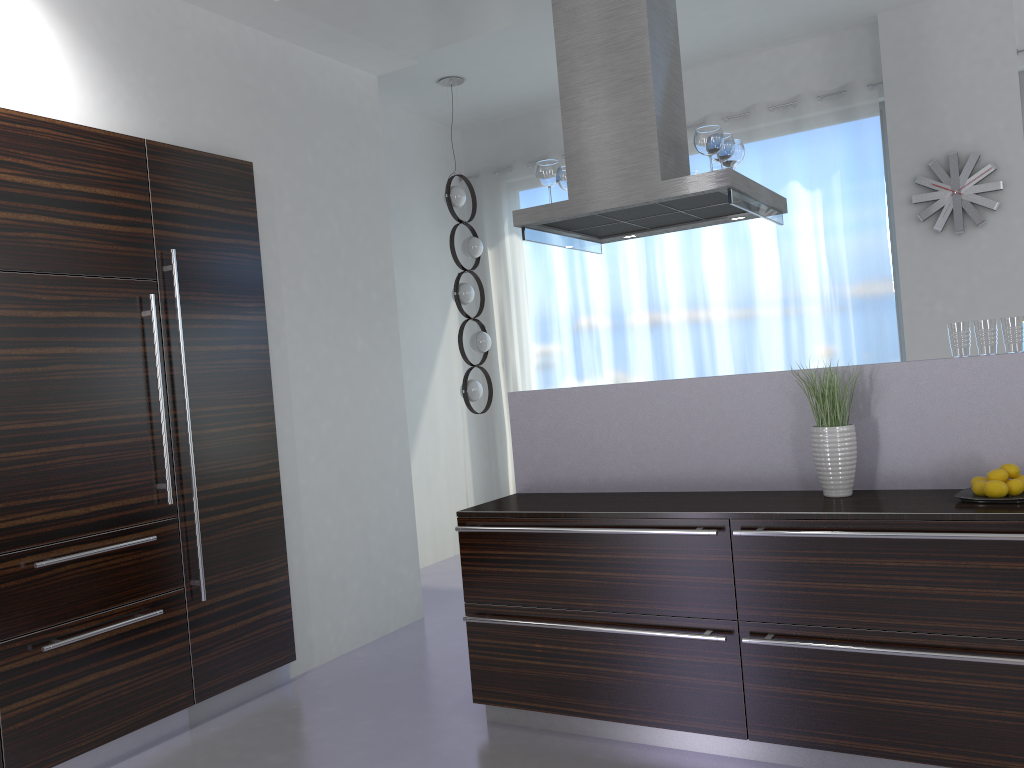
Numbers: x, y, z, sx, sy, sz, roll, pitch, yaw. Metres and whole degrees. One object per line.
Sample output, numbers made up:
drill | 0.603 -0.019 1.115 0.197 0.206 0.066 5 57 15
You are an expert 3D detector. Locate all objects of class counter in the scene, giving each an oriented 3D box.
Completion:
counter | 1.536 0.560 3.229 3.291 1.300 1.302 -5 0 31

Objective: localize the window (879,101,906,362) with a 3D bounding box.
window | 1.371 -0.550 6.746 3.000 2.500 0.100 -5 0 31

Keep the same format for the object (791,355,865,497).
object | 1.101 0.141 3.083 0.269 0.502 0.247 -5 0 31

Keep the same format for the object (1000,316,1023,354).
object | 1.674 -0.163 2.959 0.071 0.119 0.072 -5 0 -19

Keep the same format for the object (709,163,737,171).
object | 1.004 -0.942 4.175 0.137 0.174 0.137 -5 0 -4

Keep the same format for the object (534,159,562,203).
object | 0.170 -0.893 4.011 0.125 0.221 0.125 -5 0 -34

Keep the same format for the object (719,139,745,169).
object | 0.975 -0.962 3.934 0.125 0.221 0.125 -5 0 -34

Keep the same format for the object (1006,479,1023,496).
object | 1.552 0.320 2.741 0.061 0.054 0.052 -5 0 8

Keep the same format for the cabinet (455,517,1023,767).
cabinet | 1.548 0.784 3.222 3.285 0.852 1.377 -5 0 31

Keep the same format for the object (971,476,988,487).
object | 1.502 0.323 2.840 0.052 0.054 0.061 -5 0 -12

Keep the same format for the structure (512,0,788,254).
structure | 0.612 -1.308 4.070 0.981 1.231 0.915 -5 0 31

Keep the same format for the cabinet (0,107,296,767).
cabinet | -2.293 0.290 2.854 0.669 2.500 3.600 -5 0 31

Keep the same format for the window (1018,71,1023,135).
window | 4.584 -0.816 4.830 3.000 2.500 0.100 -5 0 31

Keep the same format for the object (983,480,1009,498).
object | 1.489 0.324 2.730 0.070 0.058 0.060 -5 0 30

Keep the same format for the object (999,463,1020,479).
object | 1.562 0.273 2.785 0.053 0.048 0.063 -5 0 -3

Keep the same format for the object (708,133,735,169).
object | 0.900 -0.955 3.807 0.125 0.221 0.125 -5 0 -34

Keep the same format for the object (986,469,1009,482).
object | 1.514 0.288 2.766 0.061 0.047 0.053 -5 0 34

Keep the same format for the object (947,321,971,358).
object | 1.536 -0.151 3.041 0.072 0.119 0.071 -5 0 -9

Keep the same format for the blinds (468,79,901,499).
blinds | 1.134 -0.342 6.638 3.245 3.112 0.120 -5 0 31

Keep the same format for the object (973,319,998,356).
object | 1.605 -0.157 3.000 0.071 0.119 0.072 -5 0 -19

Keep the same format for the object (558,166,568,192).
object | 0.278 -0.903 4.151 0.125 0.221 0.125 -5 0 -34

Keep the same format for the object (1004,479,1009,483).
object | 1.545 0.320 2.799 0.057 0.060 0.071 -5 0 32

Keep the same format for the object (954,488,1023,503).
object | 1.520 0.349 2.773 0.232 0.020 0.232 -5 0 39

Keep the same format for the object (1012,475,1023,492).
object | 1.594 0.312 2.781 0.063 0.053 0.051 -5 0 -19

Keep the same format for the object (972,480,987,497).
object | 1.481 0.329 2.788 0.063 0.051 0.053 -5 0 35

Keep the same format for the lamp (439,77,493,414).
lamp | -0.329 -0.968 6.292 0.180 2.370 0.367 -5 0 24

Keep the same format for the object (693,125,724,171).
object | 0.820 -0.947 3.671 0.125 0.221 0.125 -5 0 -34

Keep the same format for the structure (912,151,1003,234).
structure | 2.755 -1.186 5.498 0.505 0.505 0.076 -5 0 31

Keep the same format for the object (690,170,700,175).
object | 0.841 -0.929 4.272 0.137 0.174 0.137 -5 0 -4
